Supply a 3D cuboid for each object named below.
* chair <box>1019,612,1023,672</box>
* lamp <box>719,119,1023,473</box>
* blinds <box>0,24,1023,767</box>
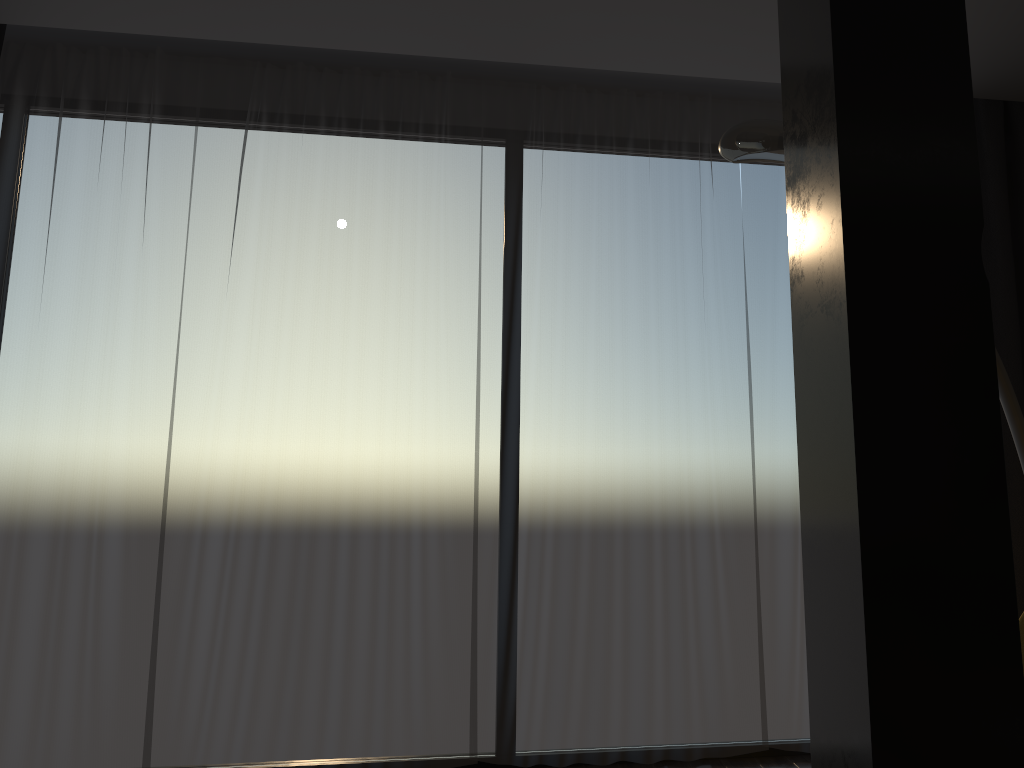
[{"bbox_3d":[1.680,0.600,1.569,1.194,1.007,1.439,7,-12,-34],"label":"chair"},{"bbox_3d":[2.398,0.432,2.880,4.408,1.782,0.557,4,-11,-23],"label":"lamp"},{"bbox_3d":[-0.095,-0.053,3.226,7.644,2.899,0.731,2,-10,-11],"label":"blinds"}]
